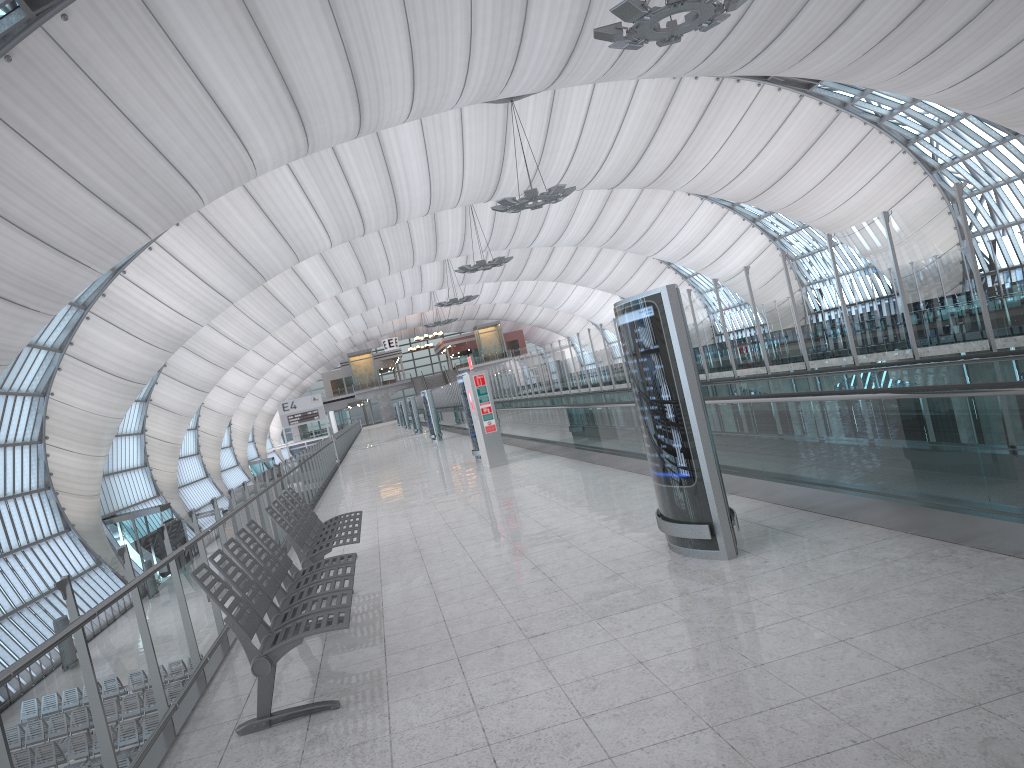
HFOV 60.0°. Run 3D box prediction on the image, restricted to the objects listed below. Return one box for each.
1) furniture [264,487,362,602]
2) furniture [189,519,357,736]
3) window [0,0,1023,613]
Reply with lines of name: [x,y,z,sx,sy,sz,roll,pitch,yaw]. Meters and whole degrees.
furniture: [-1.829,1.458,8.673,0.713,0.902,2.520,-13,0,-9]
furniture: [-1.371,1.360,5.687,0.713,0.902,2.520,-13,0,-9]
window: [-3.760,-2.775,77.169,50.537,20.004,167.818,-13,0,-9]
